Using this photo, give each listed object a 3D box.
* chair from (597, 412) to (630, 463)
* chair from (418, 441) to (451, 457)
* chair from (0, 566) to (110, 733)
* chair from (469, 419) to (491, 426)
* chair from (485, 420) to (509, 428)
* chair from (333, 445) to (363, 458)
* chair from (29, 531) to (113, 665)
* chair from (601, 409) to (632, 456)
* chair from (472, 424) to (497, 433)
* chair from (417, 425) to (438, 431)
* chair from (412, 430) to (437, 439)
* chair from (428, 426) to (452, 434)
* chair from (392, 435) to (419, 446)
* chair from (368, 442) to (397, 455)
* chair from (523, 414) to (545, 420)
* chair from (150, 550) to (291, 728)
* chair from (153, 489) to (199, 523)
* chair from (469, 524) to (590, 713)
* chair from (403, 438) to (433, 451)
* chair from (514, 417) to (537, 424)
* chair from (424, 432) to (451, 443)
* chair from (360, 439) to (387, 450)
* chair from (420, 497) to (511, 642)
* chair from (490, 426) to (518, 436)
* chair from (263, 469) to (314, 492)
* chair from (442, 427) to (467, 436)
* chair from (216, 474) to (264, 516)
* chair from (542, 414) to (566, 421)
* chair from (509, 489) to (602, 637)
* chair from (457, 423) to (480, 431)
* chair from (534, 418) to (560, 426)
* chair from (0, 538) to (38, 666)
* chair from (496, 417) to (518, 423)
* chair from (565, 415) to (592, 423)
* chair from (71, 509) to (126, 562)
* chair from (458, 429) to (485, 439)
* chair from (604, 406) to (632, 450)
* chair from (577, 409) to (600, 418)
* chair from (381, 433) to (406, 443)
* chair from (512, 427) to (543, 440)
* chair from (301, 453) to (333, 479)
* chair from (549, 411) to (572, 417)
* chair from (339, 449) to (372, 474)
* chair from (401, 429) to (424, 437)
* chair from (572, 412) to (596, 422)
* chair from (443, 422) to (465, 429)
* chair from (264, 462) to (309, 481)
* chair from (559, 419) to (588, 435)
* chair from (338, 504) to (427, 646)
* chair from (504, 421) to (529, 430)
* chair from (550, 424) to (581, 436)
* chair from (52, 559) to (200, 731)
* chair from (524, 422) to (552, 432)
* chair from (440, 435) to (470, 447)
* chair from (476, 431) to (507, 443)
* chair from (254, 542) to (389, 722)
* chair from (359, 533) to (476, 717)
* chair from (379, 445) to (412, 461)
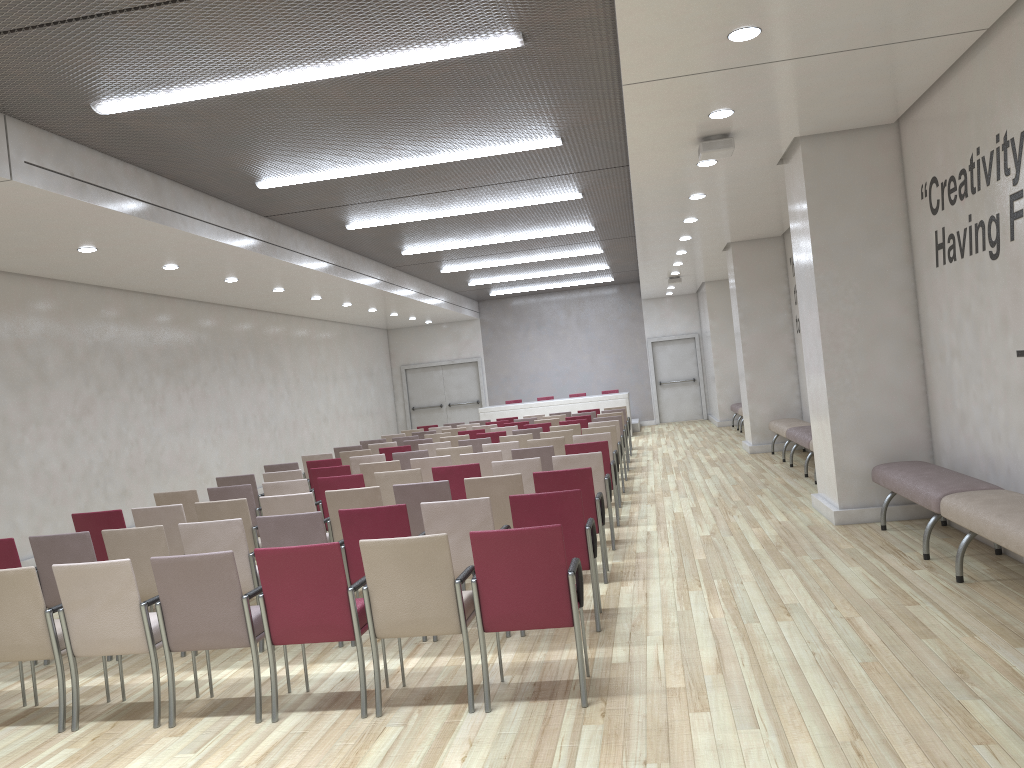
[{"bbox_3d":[1.764,0.934,15.456,0.513,0.890,0.640,-6,0,8],"label":"chair"},{"bbox_3d":[-0.953,1.225,12.150,0.513,0.890,0.640,-6,0,8],"label":"chair"},{"bbox_3d":[-2.612,1.408,4.933,0.513,0.890,0.640,-6,0,9],"label":"chair"},{"bbox_3d":[-0.560,1.177,18.312,0.513,0.890,0.640,-6,0,10],"label":"chair"},{"bbox_3d":[-0.195,1.139,17.012,0.513,0.890,0.640,-6,0,9],"label":"chair"},{"bbox_3d":[-2.378,1.374,13.614,0.513,0.890,0.640,-6,0,10],"label":"chair"},{"bbox_3d":[-2.952,1.442,6.239,0.513,0.890,0.640,-6,0,9],"label":"chair"},{"bbox_3d":[1.962,0.912,16.658,0.513,0.890,0.640,-6,0,9],"label":"chair"},{"bbox_3d":[-0.388,1.161,15.781,0.513,0.890,0.640,-6,0,9],"label":"chair"},{"bbox_3d":[-1.648,1.291,18.468,0.513,0.890,0.640,-6,0,9],"label":"chair"},{"bbox_3d":[-1.471,1.275,15.950,0.513,0.890,0.640,-6,0,8],"label":"chair"},{"bbox_3d":[-1.284,1.254,17.166,0.513,0.890,0.640,-6,0,9],"label":"chair"},{"bbox_3d":[-1.653,1.296,14.738,0.513,0.890,0.640,-6,0,8],"label":"chair"},{"bbox_3d":[-1.844,1.317,13.516,0.513,0.890,0.640,-6,0,9],"label":"chair"},{"bbox_3d":[0.532,1.061,18.138,0.513,0.890,0.640,-6,0,9],"label":"chair"},{"bbox_3d":[-1.530,1.293,4.757,0.513,0.890,0.640,-6,0,8],"label":"chair"},{"bbox_3d":[-3.121,1.457,8.744,0.513,0.890,0.640,-6,0,10],"label":"chair"},{"bbox_3d":[0.102,1.121,4.504,0.513,0.890,0.640,-6,0,8],"label":"chair"},{"bbox_3d":[-1.304,1.260,13.434,0.513,0.890,0.640,-6,0,9],"label":"chair"},{"bbox_3d":[0.341,1.083,16.914,0.513,0.890,0.640,-6,0,9],"label":"chair"},{"bbox_3d":[-1.120,1.240,14.656,0.513,0.890,0.640,-6,0,9],"label":"chair"},{"bbox_3d":[-2.197,1.353,14.829,0.513,0.890,0.640,-6,0,8],"label":"chair"},{"bbox_3d":[-0.263,1.158,5.809,0.513,0.890,0.640,-6,0,9],"label":"chair"},{"bbox_3d":[-0.039,1.126,14.490,0.513,0.890,0.640,-6,0,9],"label":"chair"},{"bbox_3d":[-2.395,1.380,9.870,0.513,0.890,0.640,-6,0,9],"label":"chair"},{"bbox_3d":[-0.937,1.219,15.878,0.513,0.890,0.640,-6,0,8],"label":"chair"},{"bbox_3d":[-2.939,1.437,9.969,0.513,0.890,0.640,-6,0,8],"label":"chair"},{"bbox_3d":[0.875,1.026,16.843,0.513,0.890,0.640,-6,0,8],"label":"chair"},{"bbox_3d":[0.288,1.100,5.719,0.513,0.890,0.640,-6,0,8],"label":"chair"},{"bbox_3d":[-0.746,1.198,17.095,0.513,0.890,0.640,-6,0,8],"label":"chair"},{"bbox_3d":[0.687,1.048,15.624,0.513,0.890,0.640,-6,0,8],"label":"chair"},{"bbox_3d":[-3.508,1.501,6.325,0.513,0.890,0.640,-6,0,8],"label":"chair"},{"bbox_3d":[-0.015,1.119,18.219,0.513,0.890,0.640,-6,0,8],"label":"chair"},{"bbox_3d":[1.224,0.991,15.542,0.513,0.890,0.640,-6,0,9],"label":"chair"},{"bbox_3d":[-3.305,1.478,7.526,0.513,0.890,0.640,-6,0,8],"label":"chair"},{"bbox_3d":[-0.570,1.182,14.581,0.513,0.890,0.640,-6,0,8],"label":"chair"},{"bbox_3d":[2.135,0.892,17.877,0.513,0.890,0.640,-6,0,9],"label":"chair"},{"bbox_3d":[1.612,0.947,17.963,0.513,0.890,0.640,-6,0,8],"label":"chair"},{"bbox_3d":[-2.018,1.333,16.033,0.513,0.890,0.640,-6,0,10],"label":"chair"},{"bbox_3d":[0.309,1.090,13.195,0.513,0.890,0.640,-6,0,9],"label":"chair"},{"bbox_3d":[-2.573,1.396,12.392,0.513,0.890,0.640,-6,0,9],"label":"chair"},{"bbox_3d":[1.058,1.006,18.047,0.513,0.890,0.640,-6,0,10],"label":"chair"},{"bbox_3d":[-2.039,1.339,12.307,0.513,0.890,0.640,-6,0,9],"label":"chair"},{"bbox_3d":[-1.822,1.311,17.260,0.513,0.890,0.640,-6,0,8],"label":"chair"},{"bbox_3d":[1.423,0.969,16.744,0.513,0.890,0.640,-6,0,9],"label":"chair"},{"bbox_3d":[-1.096,1.233,18.383,0.513,0.890,0.640,-6,0,9],"label":"chair"},{"bbox_3d":[-2.750,1.416,11.181,0.513,0.890,0.640,-6,0,9],"label":"chair"},{"bbox_3d":[1.055,1.010,14.322,0.513,0.890,0.640,-6,0,9],"label":"chair"},{"bbox_3d":[-0.801,1.215,5.904,0.513,0.890,0.640,-6,0,8],"label":"chair"},{"bbox_3d":[0.159,1.103,15.696,0.513,0.890,0.640,-6,0,8],"label":"chair"},{"bbox_3d":[0.850,1.033,13.103,0.513,0.890,0.640,-6,0,8],"label":"chair"},{"bbox_3d":[-2.073,1.351,4.850,0.513,0.890,0.640,-6,0,10],"label":"chair"},{"bbox_3d":[0.494,1.069,14.399,0.513,0.890,0.640,-6,0,9],"label":"chair"},{"bbox_3d":[-0.758,1.203,13.346,0.513,0.890,0.640,-6,0,9],"label":"chair"},{"bbox_3d":[-0.221,1.146,13.283,0.513,0.890,0.640,-6,0,8],"label":"chair"},{"bbox_3d":[-0.977,1.235,4.675,0.513,0.890,0.640,-6,0,9],"label":"chair"},{"bbox_3d":[-0.437,1.178,4.592,0.513,0.890,0.640,-6,0,9],"label":"chair"},{"bbox_3d":[-1.491,1.281,12.221,0.513,0.890,0.640,-6,0,9],"label":"chair"}]
